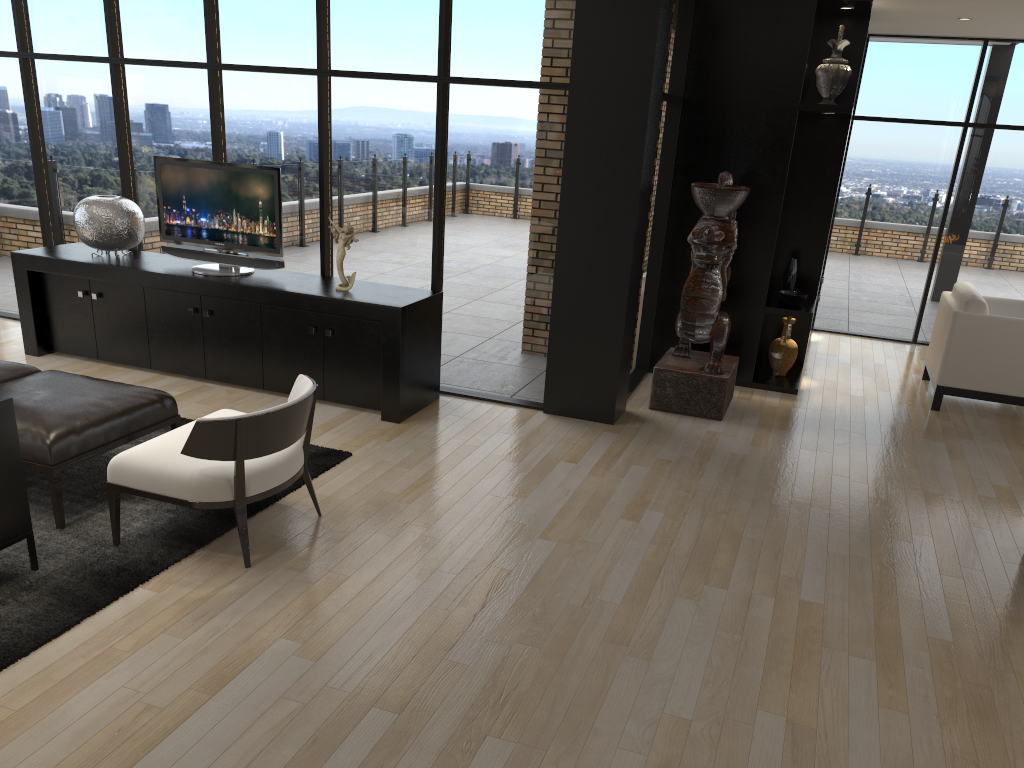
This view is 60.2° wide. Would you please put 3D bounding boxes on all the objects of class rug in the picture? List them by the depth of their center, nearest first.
[{"bbox_3d":[-2.764,0.462,4.402,3.017,0.012,2.421,10,18,19],"label":"rug"}]

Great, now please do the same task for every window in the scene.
[{"bbox_3d":[1.055,-1.626,3.650,15.874,4.938,9.833,5,18,5],"label":"window"}]

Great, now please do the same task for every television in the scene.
[{"bbox_3d":[-1.941,-1.109,5.881,0.920,0.733,0.401,17,24,34],"label":"television"}]

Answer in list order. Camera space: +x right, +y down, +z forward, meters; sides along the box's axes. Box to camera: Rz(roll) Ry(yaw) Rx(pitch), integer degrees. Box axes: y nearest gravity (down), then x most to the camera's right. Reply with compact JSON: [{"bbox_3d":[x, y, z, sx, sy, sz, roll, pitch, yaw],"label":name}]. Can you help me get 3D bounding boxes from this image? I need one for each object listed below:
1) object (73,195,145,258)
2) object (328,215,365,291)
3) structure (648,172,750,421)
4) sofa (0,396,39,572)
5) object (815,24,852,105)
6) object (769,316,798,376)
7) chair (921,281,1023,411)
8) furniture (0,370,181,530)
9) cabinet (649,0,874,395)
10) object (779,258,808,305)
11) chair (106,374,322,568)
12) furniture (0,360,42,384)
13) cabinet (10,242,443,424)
[{"bbox_3d":[-2.834,-1.111,6.223,0.464,0.420,0.450,4,19,1],"label":"object"},{"bbox_3d":[-1.069,-0.827,5.607,0.255,0.473,0.102,11,22,18],"label":"object"},{"bbox_3d":[1.367,-0.636,6.139,0.514,1.643,0.712,11,22,18],"label":"structure"},{"bbox_3d":[-2.987,0.324,3.407,2.022,0.829,0.817,10,20,17],"label":"sofa"},{"bbox_3d":[2.300,-2.272,6.291,0.244,0.561,0.238,-6,23,-25],"label":"object"},{"bbox_3d":[2.174,-0.313,7.043,0.219,0.510,0.218,-15,28,-41],"label":"object"},{"bbox_3d":[3.727,-0.273,6.774,0.850,0.882,0.976,10,20,18],"label":"chair"},{"bbox_3d":[-2.239,0.267,4.326,0.823,0.498,0.807,10,19,18],"label":"furniture"},{"bbox_3d":[2.192,-1.641,7.581,1.179,2.825,2.596,11,21,19],"label":"cabinet"},{"bbox_3d":[2.200,-0.793,6.849,0.212,0.322,0.364,10,20,16],"label":"object"},{"bbox_3d":[-1.252,0.344,3.962,0.681,0.696,0.785,10,20,18],"label":"chair"},{"bbox_3d":[-3.038,0.136,4.576,0.823,0.498,0.807,10,19,18],"label":"furniture"},{"bbox_3d":[-2.008,-0.413,6.147,3.024,0.764,0.605,9,20,17],"label":"cabinet"}]
